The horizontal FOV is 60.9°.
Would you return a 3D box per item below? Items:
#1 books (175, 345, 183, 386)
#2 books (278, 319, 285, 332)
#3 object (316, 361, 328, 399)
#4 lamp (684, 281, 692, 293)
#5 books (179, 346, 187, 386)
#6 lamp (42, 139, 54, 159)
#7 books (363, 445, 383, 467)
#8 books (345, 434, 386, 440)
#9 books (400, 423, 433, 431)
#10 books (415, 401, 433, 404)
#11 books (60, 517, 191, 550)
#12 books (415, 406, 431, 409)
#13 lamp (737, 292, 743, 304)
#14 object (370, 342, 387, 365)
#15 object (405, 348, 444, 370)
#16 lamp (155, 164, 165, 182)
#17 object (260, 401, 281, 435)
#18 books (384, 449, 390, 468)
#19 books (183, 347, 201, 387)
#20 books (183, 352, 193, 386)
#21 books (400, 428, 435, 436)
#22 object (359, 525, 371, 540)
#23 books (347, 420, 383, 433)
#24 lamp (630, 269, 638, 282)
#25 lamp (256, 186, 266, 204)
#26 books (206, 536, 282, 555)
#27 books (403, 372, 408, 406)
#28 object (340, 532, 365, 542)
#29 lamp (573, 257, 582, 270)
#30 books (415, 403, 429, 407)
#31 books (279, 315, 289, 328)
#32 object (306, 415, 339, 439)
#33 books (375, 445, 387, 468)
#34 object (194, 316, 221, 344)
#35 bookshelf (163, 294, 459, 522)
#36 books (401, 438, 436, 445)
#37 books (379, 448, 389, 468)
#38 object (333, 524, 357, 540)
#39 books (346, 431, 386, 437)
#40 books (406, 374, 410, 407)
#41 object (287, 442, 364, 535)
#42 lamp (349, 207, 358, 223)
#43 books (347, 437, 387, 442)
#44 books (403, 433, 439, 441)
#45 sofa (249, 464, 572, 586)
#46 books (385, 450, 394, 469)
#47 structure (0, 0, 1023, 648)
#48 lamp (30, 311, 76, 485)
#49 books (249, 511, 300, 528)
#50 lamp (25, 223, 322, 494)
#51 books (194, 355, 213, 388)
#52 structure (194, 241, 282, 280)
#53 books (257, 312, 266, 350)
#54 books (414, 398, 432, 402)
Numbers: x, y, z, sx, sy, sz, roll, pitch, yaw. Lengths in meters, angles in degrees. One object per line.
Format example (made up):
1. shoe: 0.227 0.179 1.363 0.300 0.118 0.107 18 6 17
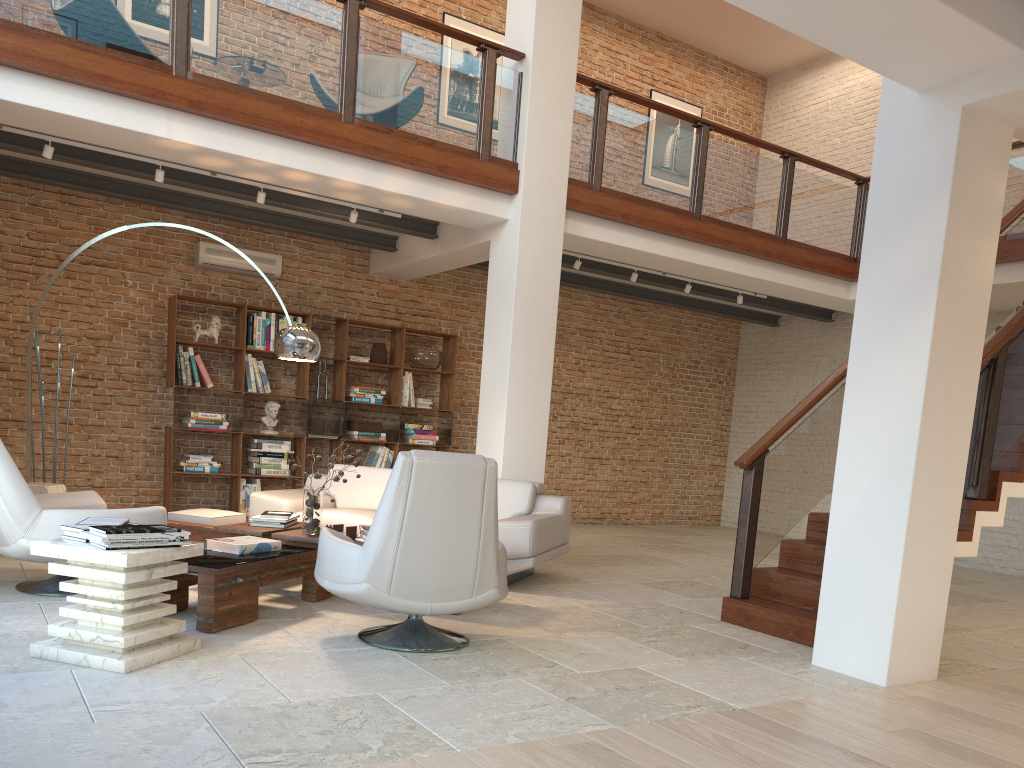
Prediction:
1. books: -3.262 -0.177 8.471 0.091 0.389 0.240 0 6 -33
2. books: -2.405 -0.484 8.938 0.055 0.333 0.251 0 5 -33
3. object: -2.004 -0.039 9.216 0.122 0.404 0.061 1 8 -30
4. lamp: 1.864 -1.019 9.234 0.061 0.130 0.085 1 5 -31
5. books: -3.235 -0.174 8.498 0.091 0.389 0.240 0 6 -33
6. lamp: -3.181 -1.602 5.978 0.085 0.130 0.059 6 6 27
7. books: -1.575 0.871 9.719 0.163 0.376 0.240 1 5 -33
8. books: -1.624 0.586 9.643 0.381 0.037 0.242 7 -4 -37
9. books: -1.097 0.490 9.950 0.328 0.056 0.252 6 -3 -23
10. books: -1.024 0.214 9.927 0.171 0.019 0.234 6 -4 -30
11. books: -1.749 0.656 3.879 0.563 0.080 0.390 2 -4 41
12. books: -1.033 0.267 9.942 0.171 0.019 0.234 6 -4 -25
13. lamp: 2.524 -0.943 9.652 0.059 0.130 0.086 6 4 17
14. object: -1.451 -0.328 9.505 0.192 0.235 0.192 5 3 15
15. object: -0.993 -0.266 9.852 0.437 0.221 0.433 4 -1 9
16. lamp: -2.575 -1.536 6.372 0.061 0.122 0.085 1 5 -31
17. object: -2.503 0.347 9.022 0.197 0.354 0.190 3 5 -17
18. books: -1.476 0.892 9.780 0.098 0.359 0.268 0 5 -33
19. books: -3.139 -0.161 8.546 0.121 0.386 0.240 0 6 -33
20. books: -3.204 -0.143 8.545 0.102 0.338 0.251 0 5 -33
21. books: -1.087 0.548 9.966 0.328 0.056 0.252 6 -4 -33
22. object: -0.896 0.913 5.363 0.091 0.085 0.090 5 2 17
23. books: -1.623 0.468 9.594 0.337 0.120 0.210 6 -2 -33
24. lamp: 1.238 -1.091 8.831 0.061 0.130 0.085 1 5 -31
25. lamp: -1.949 -1.459 6.776 0.061 0.130 0.085 1 5 -31
26. books: -1.507 0.907 4.908 0.253 0.057 0.327 3 -4 28
27. books: -1.239 0.058 9.765 0.036 0.388 0.240 0 6 -33
28. object: -0.929 0.952 5.445 0.247 0.035 0.271 3 -4 29
29. lamp: 0.632 -1.161 8.437 0.085 0.130 0.059 6 6 27
30. books: -1.030 0.240 9.923 0.133 0.034 0.204 6 -3 -23
31. books: -2.361 -0.505 8.995 0.036 0.388 0.240 0 6 -33
32. object: -2.053 0.455 9.292 0.337 0.235 0.280 4 1 -33
33. books: -1.528 0.874 9.722 0.161 0.377 0.240 1 5 -33
34. object: -2.977 -0.536 8.525 0.252 0.286 0.128 3 5 -25
35. bookshelf: -2.058 0.407 9.300 3.046 2.224 0.359 4 6 -32
36. books: -1.073 0.662 9.982 0.328 0.056 0.252 6 -3 -30
37. books: -1.489 0.888 9.760 0.098 0.359 0.268 0 5 -33
38. object: -1.037 0.917 5.402 0.113 0.083 0.094 4 1 29
39. books: -1.615 0.547 9.602 0.381 0.037 0.241 7 -4 -34
40. books: -1.221 0.074 9.790 0.021 0.363 0.268 0 5 -33
41. object: -1.160 0.656 5.583 0.314 0.613 0.540 7 3 28
42. lamp: -1.307 -1.391 7.200 0.061 0.117 0.093 2 4 -26
43. books: -1.607 0.616 9.642 0.357 0.021 0.269 7 -4 -34
44. books: -1.047 0.609 9.989 0.328 0.056 0.252 7 -4 -38
45. sofa: -0.776 1.079 6.900 2.319 0.765 1.140 4 0 17
46. books: -1.432 0.904 9.792 0.116 0.338 0.251 0 5 -33
47. structure: 2.749 -0.516 4.357 10.200 4.176 13.707 6 -3 -33
48. lamp: -3.919 0.338 7.365 0.198 1.842 0.414 8 7 28
49. books: -1.596 0.906 5.860 0.250 0.075 0.398 4 -3 0
50. lamp: -2.327 0.110 5.983 2.030 2.380 0.313 4 7 3
51. books: -3.076 -0.121 8.619 0.195 0.322 0.251 2 4 -33
52. structure: -2.741 -1.234 8.752 0.816 0.221 0.197 6 1 -33
53. books: -2.558 -0.529 8.847 0.036 0.388 0.240 0 6 -33
54. books: -1.026 0.187 9.916 0.133 0.034 0.204 7 -4 -43
